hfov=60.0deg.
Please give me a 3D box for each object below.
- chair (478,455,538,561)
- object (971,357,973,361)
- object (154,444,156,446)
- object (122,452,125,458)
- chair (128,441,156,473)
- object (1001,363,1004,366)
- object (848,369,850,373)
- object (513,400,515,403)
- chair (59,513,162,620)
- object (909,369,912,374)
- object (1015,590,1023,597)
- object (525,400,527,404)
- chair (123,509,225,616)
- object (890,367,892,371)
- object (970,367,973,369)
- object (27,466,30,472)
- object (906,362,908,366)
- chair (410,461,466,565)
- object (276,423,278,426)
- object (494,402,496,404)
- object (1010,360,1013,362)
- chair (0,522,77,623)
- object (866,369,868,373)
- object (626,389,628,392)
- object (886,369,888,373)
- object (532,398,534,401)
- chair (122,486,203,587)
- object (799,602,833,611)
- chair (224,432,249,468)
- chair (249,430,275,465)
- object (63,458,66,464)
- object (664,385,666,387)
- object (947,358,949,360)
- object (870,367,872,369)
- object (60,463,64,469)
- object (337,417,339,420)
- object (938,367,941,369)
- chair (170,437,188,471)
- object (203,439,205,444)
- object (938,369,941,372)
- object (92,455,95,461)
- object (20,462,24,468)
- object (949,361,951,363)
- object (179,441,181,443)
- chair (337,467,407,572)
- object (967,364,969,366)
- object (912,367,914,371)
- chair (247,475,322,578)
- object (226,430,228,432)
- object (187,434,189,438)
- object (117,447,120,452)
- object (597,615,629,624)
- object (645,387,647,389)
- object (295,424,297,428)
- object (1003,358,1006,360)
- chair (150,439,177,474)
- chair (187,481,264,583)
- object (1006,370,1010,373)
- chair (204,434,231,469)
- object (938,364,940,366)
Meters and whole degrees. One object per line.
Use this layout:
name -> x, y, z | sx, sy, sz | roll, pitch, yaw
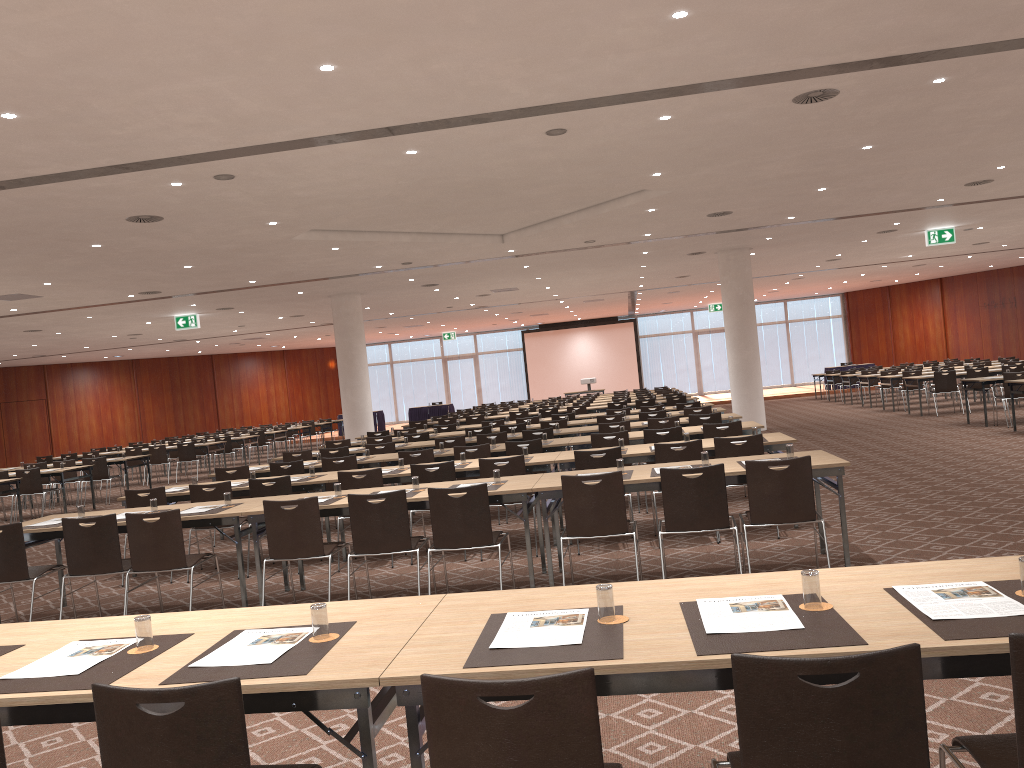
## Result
chair -> -0.037, 1.146, 8.480 | 0.536, 0.939, 0.613 | -6, 1, 6
object -> 13.911, -0.745, 26.819 | 0.054, 0.114, 0.054 | -6, 1, -26
object -> -8.780, 1.526, 21.812 | 0.054, 0.114, 0.054 | -6, 1, -26
object -> -7.951, 1.460, 18.158 | 0.054, 0.114, 0.054 | -6, 1, -4
chair -> -10.733, 2.128, 25.611 | 0.536, 0.939, 0.613 | -6, 1, 9
object -> 10.627, -0.385, 19.202 | 0.054, 0.114, 0.054 | -6, 1, -26
object -> 10.389, -0.398, 27.296 | 0.054, 0.114, 0.054 | -6, 1, -4
object -> 0.061, 0.609, 30.703 | 0.054, 0.114, 0.054 | -5, 1, 41
chair -> -3.144, 1.461, 6.880 | 0.536, 0.939, 0.613 | -6, 1, 5
object -> 9.599, -0.293, 21.350 | 0.054, 0.114, 0.054 | -6, 1, -26
object -> 1.600, 0.642, 2.717 | 0.102, 0.001, 0.102 | -6, 0, -26
object -> 0.444, 0.581, 28.635 | 0.054, 0.114, 0.054 | -5, 1, 41
chair -> -2.613, 1.409, 6.774 | 0.536, 0.939, 0.613 | -6, 1, 7
object -> 10.776, -0.427, 25.221 | 0.054, 0.114, 0.054 | -6, 1, -4
object -> 9.984, -0.322, 19.277 | 0.054, 0.114, 0.054 | -6, 1, -26
object -> -8.865, 1.559, 16.271 | 0.054, 0.114, 0.054 | -6, 1, -4
object -> 12.896, -0.655, 28.970 | 0.054, 0.114, 0.054 | -6, 1, -26
chair -> -0.691, 1.210, 8.610 | 0.536, 0.939, 0.613 | -6, 1, 8
object -> -8.430, 1.445, 31.842 | 0.054, 0.114, 0.054 | -6, 1, -26
object -> -0.579, 0.672, 30.781 | 0.054, 0.114, 0.054 | -6, 1, -26
object -> 11.854, -0.515, 21.054 | 0.054, 0.114, 0.054 | -5, 1, 41
chair -> -3.876, 1.533, 6.944 | 0.536, 0.939, 0.613 | -6, 1, 8
object -> 10.131, -0.364, 25.308 | 0.054, 0.114, 0.054 | -6, 1, -4
object -> 3.914, 0.230, 30.188 | 0.054, 0.114, 0.054 | -5, 1, 41
object -> 9.868, -0.329, 23.323 | 0.054, 0.114, 0.054 | -6, 1, -4
object -> 0.714, 0.545, 30.616 | 0.054, 0.114, 0.054 | -5, 1, 41
chair -> -3.569, 1.494, 8.955 | 0.536, 0.939, 0.613 | -6, 1, 9
object -> 0.963, 0.705, 2.809 | 0.102, 0.001, 0.102 | -6, 0, -26
chair -> -7.815, 1.841, 25.077 | 0.536, 0.939, 0.613 | -6, 1, 5
chair -> -7.120, 1.772, 25.126 | 0.536, 0.939, 0.613 | -6, 1, 5
object -> -9.244, 1.588, 18.338 | 0.054, 0.114, 0.054 | -6, 1, -4
object -> 5.178, 0.106, 30.012 | 0.054, 0.114, 0.054 | -6, 1, -26
object -> 14.170, -0.780, 28.804 | 0.054, 0.114, 0.054 | -6, 1, -26
object -> 11.026, -0.461, 27.205 | 0.054, 0.114, 0.054 | -6, 1, -4
object -> -8.210, 1.495, 16.176 | 0.054, 0.114, 0.054 | -6, 1, -4
object -> -6.196, 1.226, 31.543 | 0.054, 0.114, 0.054 | -6, 1, -4
object -> 10.250, -0.357, 21.266 | 0.054, 0.114, 0.054 | -6, 1, -26
chair -> -9.415, 1.999, 25.293 | 0.536, 0.939, 0.613 | -6, 1, 5
object -> -7.510, 1.401, 21.626 | 0.054, 0.114, 0.054 | -6, 1, -26
object -> 9.345, -0.259, 19.365 | 0.054, 0.114, 0.054 | -6, 1, -26
object -> -8.606, 1.525, 18.250 | 0.054, 0.114, 0.054 | -6, 1, -4
object -> -10.203, 1.682, 18.471 | 0.054, 0.114, 0.054 | -5, 1, 41
object -> 12.364, -0.584, 25.012 | 0.054, 0.114, 0.054 | -6, 1, -26
object -> -8.137, 1.463, 21.723 | 0.054, 0.114, 0.054 | -6, 1, -26
chair -> -1.394, 1.280, 8.627 | 0.536, 0.939, 0.613 | -6, 1, 5
object -> 10.892, -0.420, 21.177 | 0.054, 0.114, 0.054 | -6, 1, -26
object -> 10.515, -0.392, 23.245 | 0.054, 0.114, 0.054 | -6, 1, -4
chair -> -2.288, 1.368, 8.783 | 0.536, 0.939, 0.613 | -6, 1, 9
object -> -8.959, 1.516, 27.875 | 0.054, 0.114, 0.054 | -6, 1, -26
object -> -10.236, 1.642, 28.047 | 0.054, 0.114, 0.054 | -6, 1, -26
object -> -9.740, 1.620, 21.941 | 0.054, 0.114, 0.054 | -5, 1, 41
object -> 0.329, 0.767, 2.886 | 0.102, 0.001, 0.102 | -6, 0, -26
object -> 4.548, 0.168, 30.094 | 0.054, 0.114, 0.054 | -5, 1, 41
object -> -6.713, 1.295, 27.576 | 0.054, 0.114, 0.054 | -6, 1, -4
object -> 12.739, -0.611, 22.935 | 0.054, 0.114, 0.054 | -6, 1, -26
chair -> -10.025, 2.058, 25.457 | 0.536, 0.939, 0.613 | -6, 1, 9
chair -> -2.885, 1.427, 8.828 | 0.536, 0.939, 0.613 | -6, 1, 7
object -> 8.897, -0.199, 15.904 | 0.054, 0.114, 0.054 | -6, 1, -4
chair -> -8.424, 1.901, 25.241 | 0.536, 0.939, 0.613 | -6, 1, 7
object -> 11.158, -0.456, 23.154 | 0.054, 0.114, 0.054 | -6, 1, -4
